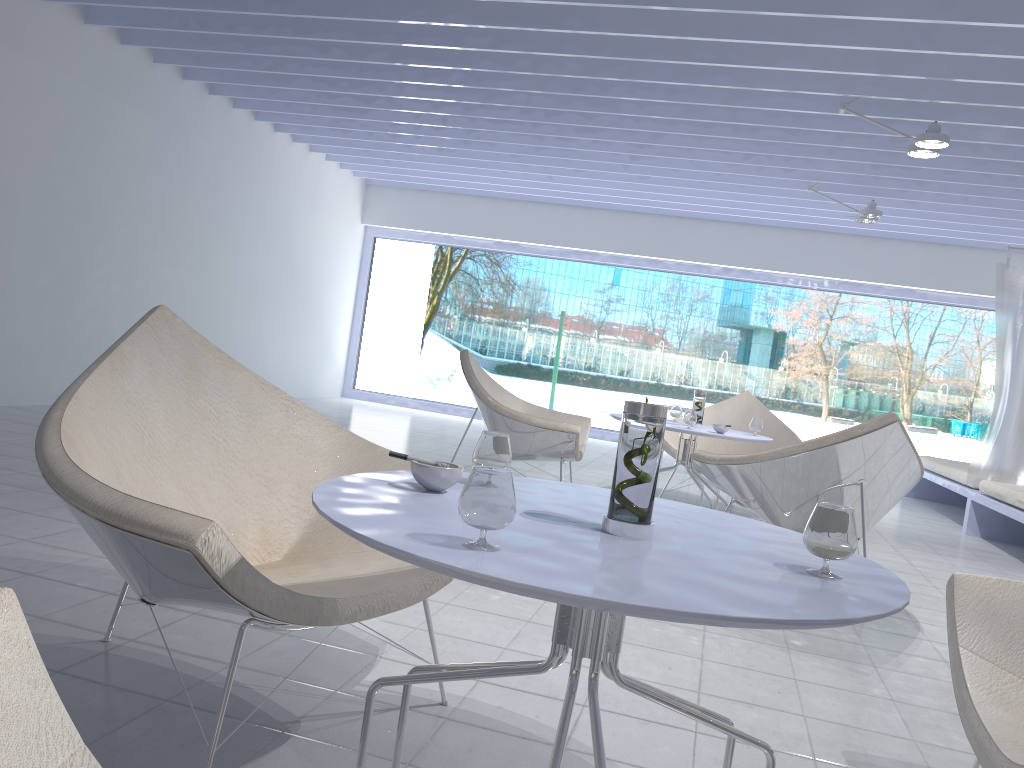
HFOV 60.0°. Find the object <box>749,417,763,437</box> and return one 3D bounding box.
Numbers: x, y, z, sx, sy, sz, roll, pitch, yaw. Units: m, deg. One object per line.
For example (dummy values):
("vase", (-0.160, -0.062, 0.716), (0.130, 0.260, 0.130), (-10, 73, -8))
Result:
("object", (1.242, 0.219, 4.512), (0.068, 0.091, 0.068), (8, 2, 6))

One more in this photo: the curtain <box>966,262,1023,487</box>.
("curtain", (4.159, 0.071, 5.812), (2.050, 1.552, 0.151), (9, 2, 13))

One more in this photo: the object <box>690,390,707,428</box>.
("object", (0.956, 0.126, 4.554), (0.075, 0.189, 0.075), (8, 2, 5))

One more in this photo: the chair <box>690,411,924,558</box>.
("chair", (1.285, 0.454, 3.662), (0.906, 0.759, 0.753), (8, 2, -16))

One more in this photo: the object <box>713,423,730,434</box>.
("object", (1.002, 0.216, 4.252), (0.082, 0.043, 0.082), (8, 2, -18))

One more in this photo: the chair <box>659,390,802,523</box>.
("chair", (1.342, 0.406, 5.450), (0.906, 0.759, 0.753), (9, 2, 24))

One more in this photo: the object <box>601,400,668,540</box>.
("object", (0.175, 0.119, 1.248), (0.075, 0.185, 0.075), (8, 2, -24))

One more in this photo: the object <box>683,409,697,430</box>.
("object", (0.851, 0.170, 4.245), (0.068, 0.091, 0.068), (10, 2, 42))

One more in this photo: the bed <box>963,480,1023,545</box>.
("bed", (3.819, 0.958, 4.750), (2.016, 0.427, 2.200), (9, 2, 13))

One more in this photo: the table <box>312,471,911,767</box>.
("table", (0.091, 0.469, 1.290), (0.825, 0.534, 0.823), (8, 2, -10))

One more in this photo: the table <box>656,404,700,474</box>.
("table", (1.526, 0.492, 7.193), (0.823, 0.534, 0.825), (7, 2, -30))

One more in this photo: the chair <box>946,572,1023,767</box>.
("chair", (1.070, 0.499, 1.221), (0.753, 0.759, 0.906), (9, 2, 17))

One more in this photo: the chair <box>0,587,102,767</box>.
("chair", (-0.321, 0.324, 0.341), (0.906, 0.759, 0.753), (9, 2, 28))

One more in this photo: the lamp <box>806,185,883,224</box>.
("lamp", (2.635, -1.445, 7.064), (0.587, 0.218, 0.380), (9, 2, 13))

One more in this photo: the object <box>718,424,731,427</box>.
("object", (1.011, 0.198, 4.220), (0.012, 0.016, 0.098), (8, 2, -20))

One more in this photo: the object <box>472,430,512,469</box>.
("object", (-0.034, 0.127, 1.502), (0.068, 0.091, 0.068), (8, 2, 3))

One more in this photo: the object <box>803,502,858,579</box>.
("object", (0.415, 0.204, 1.158), (0.068, 0.091, 0.068), (8, 2, 3))

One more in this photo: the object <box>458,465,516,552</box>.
("object", (-0.029, 0.143, 1.026), (0.068, 0.091, 0.068), (8, 2, 3))

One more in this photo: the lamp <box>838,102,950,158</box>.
("lamp", (2.143, -1.452, 5.013), (0.587, 0.218, 0.380), (9, 2, 13))

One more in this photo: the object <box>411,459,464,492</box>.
("object", (-0.118, 0.144, 1.369), (0.082, 0.043, 0.082), (9, 2, 15))

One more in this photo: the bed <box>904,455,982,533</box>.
("bed", (4.349, 0.970, 6.895), (2.022, 0.422, 2.200), (9, 2, 13))

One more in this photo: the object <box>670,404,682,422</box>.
("object", (0.890, 0.158, 4.814), (0.068, 0.091, 0.068), (10, 2, 36))

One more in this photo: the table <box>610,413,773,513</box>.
("table", (0.874, 0.480, 4.548), (0.825, 0.534, 0.823), (8, 2, 4))

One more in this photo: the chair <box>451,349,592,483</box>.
("chair", (0.021, 0.233, 4.800), (0.753, 0.759, 0.906), (9, 2, 9))

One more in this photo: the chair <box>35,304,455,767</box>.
("chair", (-0.539, 0.247, 1.778), (0.753, 0.759, 0.906), (9, 2, 31))

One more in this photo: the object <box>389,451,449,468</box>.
("object", (-0.144, 0.119, 1.380), (0.098, 0.016, 0.012), (9, 2, 13))
